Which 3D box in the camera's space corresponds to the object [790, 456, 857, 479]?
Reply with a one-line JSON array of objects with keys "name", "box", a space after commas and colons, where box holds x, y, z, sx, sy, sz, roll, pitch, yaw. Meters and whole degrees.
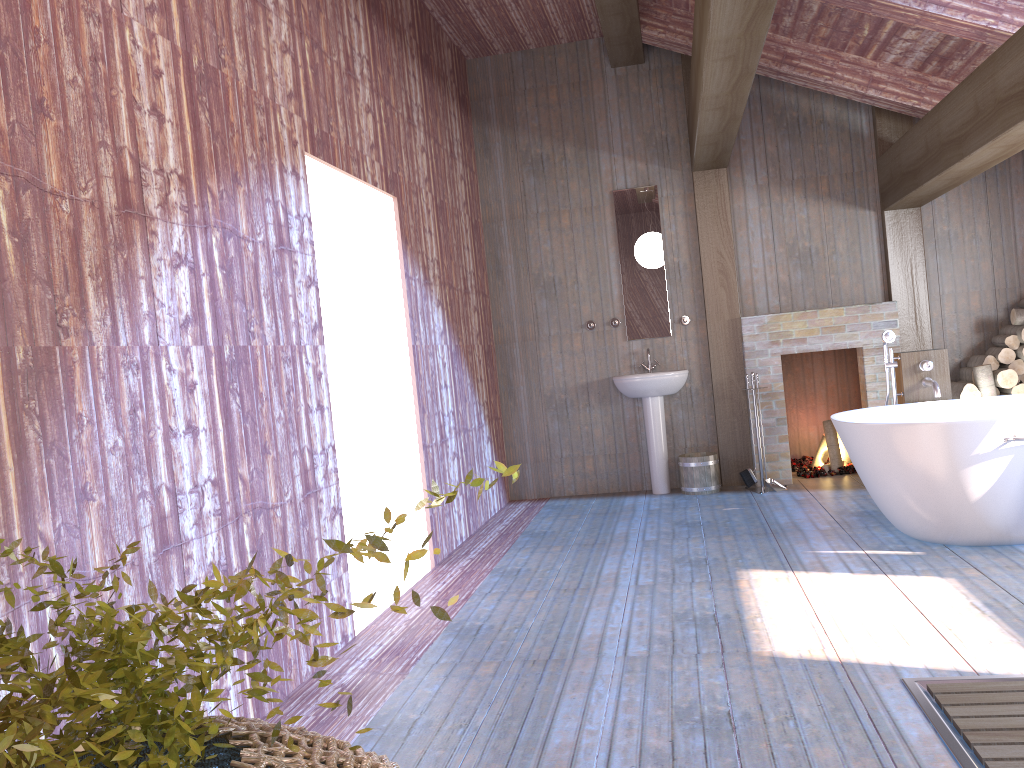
[{"name": "object", "box": [2.651, 0.668, 7.400, 0.829, 0.085, 0.935, -6, 1, -7]}]

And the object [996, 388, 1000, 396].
[{"name": "object", "box": [3.450, 0.050, 6.484, 0.121, 0.124, 0.291, -5, 1, 12]}]

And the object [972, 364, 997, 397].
[{"name": "object", "box": [3.331, 0.012, 6.235, 0.147, 0.298, 0.109, -5, 1, 13]}]

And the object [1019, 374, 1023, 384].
[{"name": "object", "box": [3.688, -0.085, 6.438, 0.128, 0.150, 0.323, -5, 1, 11]}]

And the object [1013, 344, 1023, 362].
[{"name": "object", "box": [3.636, -0.220, 6.341, 0.141, 0.143, 0.437, -6, 1, 9]}]

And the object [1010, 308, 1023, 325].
[{"name": "object", "box": [3.675, -0.466, 6.223, 0.302, 0.157, 0.121, -5, 1, 12]}]

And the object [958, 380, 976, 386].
[{"name": "object", "box": [3.352, 0.018, 6.515, 0.099, 0.093, 0.280, -5, 1, 12]}]

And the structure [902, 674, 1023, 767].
[{"name": "structure", "box": [1.647, 0.943, 2.253, 1.000, 0.067, 1.000, -5, 1, 10]}]

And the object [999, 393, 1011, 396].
[{"name": "object", "box": [3.477, 0.155, 6.413, 0.155, 0.174, 0.483, -6, 1, 9]}]

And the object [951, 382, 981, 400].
[{"name": "object", "box": [3.246, 0.055, 6.437, 0.139, 0.137, 0.455, -6, 1, 9]}]

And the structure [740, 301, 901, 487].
[{"name": "structure", "box": [2.375, 0.091, 6.768, 1.130, 1.330, 0.226, -5, 1, 10]}]

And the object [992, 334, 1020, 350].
[{"name": "object", "box": [3.546, -0.302, 6.365, 0.106, 0.112, 0.282, -5, 1, 12]}]

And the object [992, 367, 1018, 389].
[{"name": "object", "box": [3.486, -0.050, 6.379, 0.138, 0.147, 0.440, -5, 1, 11]}]

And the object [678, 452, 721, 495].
[{"name": "object", "box": [1.438, 0.686, 6.799, 0.309, 0.290, 0.308, -5, 1, 21]}]

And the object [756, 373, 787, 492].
[{"name": "object", "box": [1.875, 0.351, 6.562, 0.126, 0.871, 0.206, -7, 2, -36]}]

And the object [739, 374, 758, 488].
[{"name": "object", "box": [1.733, 0.352, 6.601, 0.136, 0.846, 0.062, -6, 1, -8]}]

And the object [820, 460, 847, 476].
[{"name": "object", "box": [2.577, 0.669, 7.098, 0.278, 0.084, 0.085, -7, 2, -33]}]

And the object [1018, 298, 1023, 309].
[{"name": "object", "box": [3.780, -0.572, 6.402, 0.140, 0.121, 0.319, -5, 1, 12]}]

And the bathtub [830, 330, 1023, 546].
[{"name": "bathtub", "box": [2.696, 0.208, 4.610, 1.935, 1.109, 1.460, -5, 2, 33]}]

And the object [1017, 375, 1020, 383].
[{"name": "object", "box": [3.582, -0.043, 6.371, 0.064, 0.068, 0.174, -5, 1, 10]}]

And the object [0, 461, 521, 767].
[{"name": "object", "box": [-0.384, 0.634, 0.890, 0.972, 1.073, 0.970, -6, 1, -9]}]

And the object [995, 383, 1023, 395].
[{"name": "object", "box": [3.586, 0.050, 6.380, 0.139, 0.148, 0.458, -5, 1, 11]}]

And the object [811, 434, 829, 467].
[{"name": "object", "box": [2.548, 0.560, 7.258, 0.221, 0.306, 0.121, -5, 2, 38]}]

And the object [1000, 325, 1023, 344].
[{"name": "object", "box": [3.635, -0.358, 6.341, 0.135, 0.145, 0.439, -5, 1, 11]}]

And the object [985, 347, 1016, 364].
[{"name": "object", "box": [3.500, -0.206, 6.362, 0.115, 0.123, 0.291, -5, 1, 12]}]

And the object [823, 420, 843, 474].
[{"name": "object", "box": [2.566, 0.506, 7.084, 0.098, 0.434, 0.283, -6, 1, 9]}]

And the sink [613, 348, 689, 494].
[{"name": "sink", "box": [1.106, 0.292, 6.869, 0.582, 1.143, 0.475, -5, 1, 10]}]

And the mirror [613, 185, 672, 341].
[{"name": "mirror", "box": [1.034, -0.957, 7.041, 0.350, 1.199, 0.009, -5, 1, 11]}]

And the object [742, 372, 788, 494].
[{"name": "object", "box": [1.812, 0.353, 6.638, 0.333, 0.888, 0.276, -7, 2, -37]}]

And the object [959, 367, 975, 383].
[{"name": "object", "box": [3.385, -0.067, 6.507, 0.108, 0.113, 0.302, -5, 1, 11]}]

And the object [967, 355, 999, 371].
[{"name": "object", "box": [3.411, -0.153, 6.429, 0.114, 0.113, 0.301, -6, 1, 8]}]

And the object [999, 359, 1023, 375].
[{"name": "object", "box": [3.568, -0.123, 6.370, 0.111, 0.113, 0.301, -5, 1, 10]}]

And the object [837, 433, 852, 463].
[{"name": "object", "box": [2.715, 0.501, 7.289, 0.140, 0.459, 0.266, -5, 2, 28]}]
